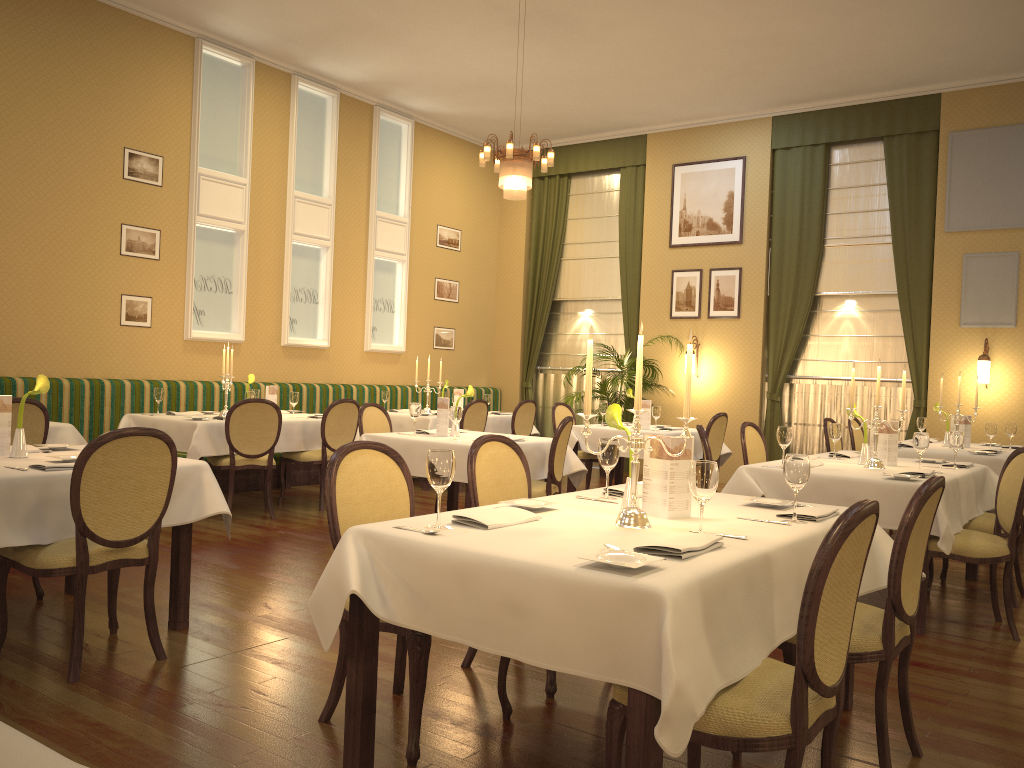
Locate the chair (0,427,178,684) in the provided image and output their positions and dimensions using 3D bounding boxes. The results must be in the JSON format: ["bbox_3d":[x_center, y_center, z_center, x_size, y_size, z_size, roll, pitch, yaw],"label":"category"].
[{"bbox_3d":[-1.690,0.633,3.572,0.571,0.955,0.530,3,1,36],"label":"chair"}]

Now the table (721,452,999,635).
[{"bbox_3d":[2.227,0.872,5.400,1.385,0.759,2.152,3,1,36],"label":"table"}]

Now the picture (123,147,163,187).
[{"bbox_3d":[-3.473,-2.041,8.360,0.008,0.294,0.401,3,1,36],"label":"picture"}]

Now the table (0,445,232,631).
[{"bbox_3d":[-2.103,0.707,3.925,1.389,0.759,1.395,3,1,37],"label":"table"}]

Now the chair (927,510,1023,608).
[{"bbox_3d":[2.841,0.802,5.349,0.571,0.955,0.530,3,1,36],"label":"chair"}]

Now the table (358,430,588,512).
[{"bbox_3d":[-0.321,0.756,6.389,1.389,0.759,1.395,3,1,37],"label":"table"}]

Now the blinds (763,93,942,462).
[{"bbox_3d":[3.781,-1.000,10.046,1.878,4.537,0.129,3,1,36],"label":"blinds"}]

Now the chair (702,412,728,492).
[{"bbox_3d":[1.674,0.725,8.221,0.571,0.955,0.530,3,1,36],"label":"chair"}]

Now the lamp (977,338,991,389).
[{"bbox_3d":[4.802,-0.212,9.033,0.114,0.513,0.323,3,1,25],"label":"lamp"}]

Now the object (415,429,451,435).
[{"bbox_3d":[-0.575,0.354,6.567,0.142,0.033,0.273,3,1,36],"label":"object"}]

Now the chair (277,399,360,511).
[{"bbox_3d":[-1.660,0.592,7.755,0.571,0.955,0.530,3,1,36],"label":"chair"}]

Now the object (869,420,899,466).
[{"bbox_3d":[2.278,0.361,5.405,0.166,0.277,0.081,2,1,7],"label":"object"}]

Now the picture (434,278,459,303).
[{"bbox_3d":[-0.879,-1.265,11.992,0.008,0.294,0.504,3,1,36],"label":"picture"}]

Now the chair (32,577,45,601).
[{"bbox_3d":[-2.665,0.584,4.341,0.571,0.955,0.530,3,1,36],"label":"chair"}]

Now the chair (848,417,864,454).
[{"bbox_3d":[3.433,0.797,8.284,0.571,0.955,0.530,3,1,36],"label":"chair"}]

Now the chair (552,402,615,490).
[{"bbox_3d":[0.699,0.677,8.990,0.571,0.955,0.530,3,1,36],"label":"chair"}]

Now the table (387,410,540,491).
[{"bbox_3d":[-0.693,0.705,9.994,1.385,0.759,2.152,3,1,36],"label":"table"}]

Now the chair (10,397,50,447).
[{"bbox_3d":[-3.249,0.548,5.559,0.571,0.955,0.530,3,1,36],"label":"chair"}]

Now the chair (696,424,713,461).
[{"bbox_3d":[1.417,0.742,5.515,0.571,0.955,0.530,2,1,11],"label":"chair"}]

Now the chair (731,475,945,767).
[{"bbox_3d":[1.088,0.754,2.926,0.571,0.955,0.530,3,1,36],"label":"chair"}]

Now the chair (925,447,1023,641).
[{"bbox_3d":[2.373,0.790,4.626,0.571,0.955,0.530,3,1,16],"label":"chair"}]

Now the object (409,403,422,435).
[{"bbox_3d":[-0.700,0.250,6.406,0.088,0.229,0.088,2,1,-12],"label":"object"}]

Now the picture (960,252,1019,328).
[{"bbox_3d":[4.921,-0.967,9.146,0.512,0.769,0.027,3,1,36],"label":"picture"}]

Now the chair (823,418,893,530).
[{"bbox_3d":[2.980,0.785,7.658,0.571,0.955,0.530,3,1,36],"label":"chair"}]

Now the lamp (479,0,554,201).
[{"bbox_3d":[0.061,-2.454,7.421,0.593,1.796,0.593,3,1,34],"label":"lamp"}]

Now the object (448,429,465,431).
[{"bbox_3d":[-0.442,0.360,6.803,0.160,0.024,0.160,3,1,36],"label":"object"}]

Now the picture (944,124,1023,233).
[{"bbox_3d":[4.997,-2.117,9.114,0.966,1.057,0.027,3,1,36],"label":"picture"}]

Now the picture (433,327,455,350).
[{"bbox_3d":[-0.914,-0.614,11.988,0.008,0.294,0.437,3,1,36],"label":"picture"}]

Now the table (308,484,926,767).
[{"bbox_3d":[0.474,0.824,2.978,1.385,0.759,2.152,3,1,36],"label":"table"}]

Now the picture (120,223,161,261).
[{"bbox_3d":[-3.502,-1.337,8.367,0.008,0.294,0.401,3,1,36],"label":"picture"}]

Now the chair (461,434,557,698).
[{"bbox_3d":[0.113,0.706,3.696,0.571,0.955,0.530,3,1,36],"label":"chair"}]

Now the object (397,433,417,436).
[{"bbox_3d":[-0.747,0.358,6.335,0.185,0.010,0.017,3,1,37],"label":"object"}]

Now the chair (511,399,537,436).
[{"bbox_3d":[-0.053,0.636,9.922,0.571,0.955,0.530,3,1,36],"label":"chair"}]

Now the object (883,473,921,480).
[{"bbox_3d":[2.020,0.484,4.590,0.160,0.024,0.160,3,1,36],"label":"object"}]

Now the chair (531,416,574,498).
[{"bbox_3d":[0.111,0.682,6.059,0.571,0.955,0.530,3,1,16],"label":"chair"}]

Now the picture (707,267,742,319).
[{"bbox_3d":[2.596,-1.108,10.837,0.412,0.619,0.022,3,1,36],"label":"picture"}]

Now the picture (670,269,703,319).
[{"bbox_3d":[2.184,-1.128,11.135,0.412,0.619,0.022,3,1,36],"label":"picture"}]

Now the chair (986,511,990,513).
[{"bbox_3d":[3.914,0.832,6.832,0.571,0.955,0.530,3,1,36],"label":"chair"}]

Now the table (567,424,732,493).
[{"bbox_3d":[1.261,0.800,8.574,1.389,0.759,1.395,3,1,37],"label":"table"}]

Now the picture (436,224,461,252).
[{"bbox_3d":[-0.850,-1.969,11.985,0.008,0.294,0.504,3,1,36],"label":"picture"}]

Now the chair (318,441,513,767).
[{"bbox_3d":[-0.339,0.693,3.070,0.571,0.955,0.530,3,1,36],"label":"chair"}]

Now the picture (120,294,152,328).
[{"bbox_3d":[-3.540,-0.686,8.359,0.008,0.294,0.313,3,1,36],"label":"picture"}]

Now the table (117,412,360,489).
[{"bbox_3d":[-2.276,0.661,7.808,1.385,0.759,2.152,3,1,36],"label":"table"}]

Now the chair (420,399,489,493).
[{"bbox_3d":[-0.574,0.622,9.259,0.571,0.955,0.530,3,1,36],"label":"chair"}]

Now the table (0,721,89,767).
[{"bbox_3d":[-1.295,0.775,0.532,1.385,0.759,2.152,3,1,36],"label":"table"}]

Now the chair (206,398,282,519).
[{"bbox_3d":[-2.134,0.579,7.092,0.530,0.955,0.571,2,1,-29],"label":"chair"}]

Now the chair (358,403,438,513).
[{"bbox_3d":[-0.880,0.633,6.814,0.571,0.955,0.530,3,1,26],"label":"chair"}]

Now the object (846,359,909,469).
[{"bbox_3d":[2.147,0.171,5.214,0.390,0.655,0.131,2,1,-20],"label":"object"}]

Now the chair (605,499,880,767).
[{"bbox_3d":[0.595,0.740,2.244,0.571,0.955,0.530,3,1,36],"label":"chair"}]

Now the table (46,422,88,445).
[{"bbox_3d":[-3.860,0.618,5.617,1.385,0.759,2.152,3,1,36],"label":"table"}]

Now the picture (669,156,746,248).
[{"bbox_3d":[2.410,-2.242,10.989,0.966,1.057,0.027,3,1,36],"label":"picture"}]

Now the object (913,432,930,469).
[{"bbox_3d":[2.309,0.389,5.012,0.088,0.229,0.088,2,1,-12],"label":"object"}]

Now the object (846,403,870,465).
[{"bbox_3d":[2.136,0.304,5.450,0.076,0.375,0.163,2,1,-32],"label":"object"}]

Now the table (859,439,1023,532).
[{"bbox_3d":[3.794,0.915,7.567,1.385,0.759,2.152,3,1,36],"label":"table"}]

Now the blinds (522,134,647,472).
[{"bbox_3d":[0.949,-1.138,12.111,1.934,4.537,0.225,3,1,35],"label":"blinds"}]

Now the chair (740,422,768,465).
[{"bbox_3d":[1.866,0.754,6.118,0.571,0.955,0.530,3,1,36],"label":"chair"}]

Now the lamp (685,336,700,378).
[{"bbox_3d":[2.217,-0.338,10.906,0.114,0.513,0.323,3,1,25],"label":"lamp"}]
